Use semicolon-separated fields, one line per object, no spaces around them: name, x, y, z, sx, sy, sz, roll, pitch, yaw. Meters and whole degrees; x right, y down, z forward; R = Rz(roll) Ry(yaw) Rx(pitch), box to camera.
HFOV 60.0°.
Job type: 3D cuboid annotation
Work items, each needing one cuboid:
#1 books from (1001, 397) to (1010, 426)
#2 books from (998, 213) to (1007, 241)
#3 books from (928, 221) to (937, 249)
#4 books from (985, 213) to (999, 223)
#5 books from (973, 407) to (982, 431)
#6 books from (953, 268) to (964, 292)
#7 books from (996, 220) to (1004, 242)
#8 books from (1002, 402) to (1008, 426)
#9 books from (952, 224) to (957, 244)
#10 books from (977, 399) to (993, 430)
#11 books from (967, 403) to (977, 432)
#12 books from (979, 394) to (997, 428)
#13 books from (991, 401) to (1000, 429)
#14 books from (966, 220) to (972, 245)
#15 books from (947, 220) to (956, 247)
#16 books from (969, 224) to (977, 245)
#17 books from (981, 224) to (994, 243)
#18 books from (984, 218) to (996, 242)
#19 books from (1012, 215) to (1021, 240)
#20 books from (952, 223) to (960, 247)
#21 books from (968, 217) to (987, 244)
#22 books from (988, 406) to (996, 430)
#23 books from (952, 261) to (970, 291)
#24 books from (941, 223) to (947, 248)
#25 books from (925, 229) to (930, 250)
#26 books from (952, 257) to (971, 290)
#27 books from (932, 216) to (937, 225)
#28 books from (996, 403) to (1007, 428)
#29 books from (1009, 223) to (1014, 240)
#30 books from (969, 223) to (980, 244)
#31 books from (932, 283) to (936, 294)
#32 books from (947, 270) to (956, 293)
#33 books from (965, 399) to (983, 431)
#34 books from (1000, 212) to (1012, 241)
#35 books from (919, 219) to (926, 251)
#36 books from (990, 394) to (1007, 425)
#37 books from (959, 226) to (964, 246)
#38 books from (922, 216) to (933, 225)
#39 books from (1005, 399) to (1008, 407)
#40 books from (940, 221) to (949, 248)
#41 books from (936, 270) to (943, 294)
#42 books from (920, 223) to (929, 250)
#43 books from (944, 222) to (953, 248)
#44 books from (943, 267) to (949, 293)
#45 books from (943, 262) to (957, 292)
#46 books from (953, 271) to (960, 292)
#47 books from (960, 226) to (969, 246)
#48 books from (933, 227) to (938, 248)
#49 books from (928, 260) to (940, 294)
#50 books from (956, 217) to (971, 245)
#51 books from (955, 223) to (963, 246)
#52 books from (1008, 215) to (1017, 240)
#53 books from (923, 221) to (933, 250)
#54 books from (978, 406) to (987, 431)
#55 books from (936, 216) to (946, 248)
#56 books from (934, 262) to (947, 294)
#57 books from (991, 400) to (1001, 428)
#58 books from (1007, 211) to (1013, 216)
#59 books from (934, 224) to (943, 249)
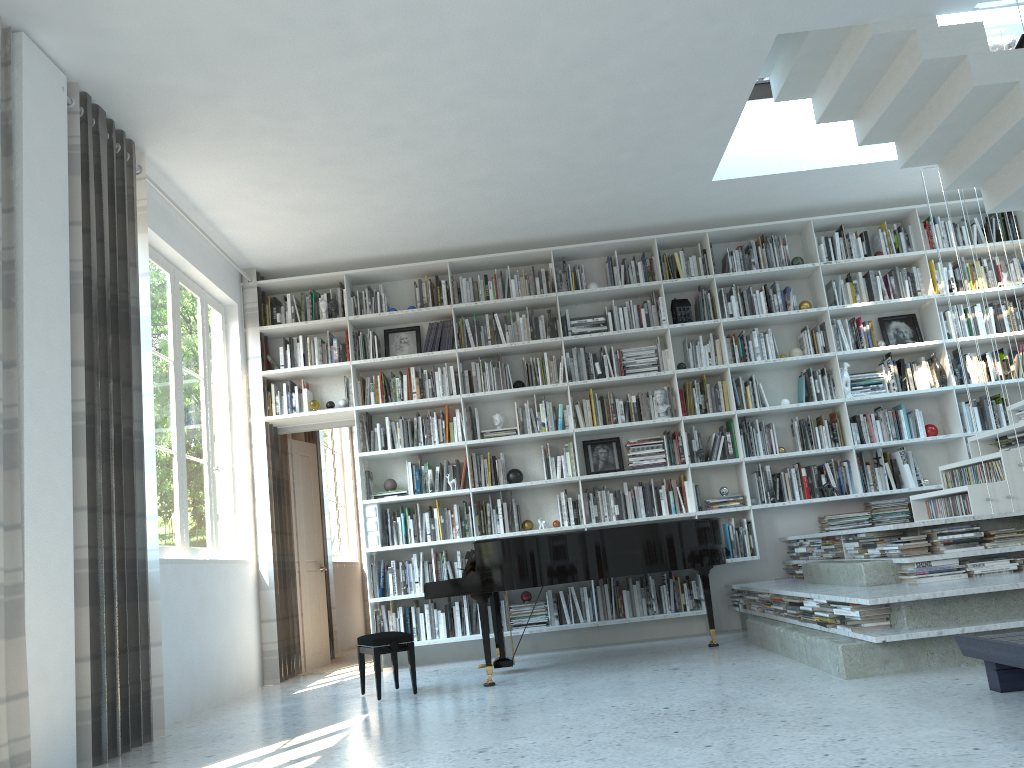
books;3.855;0.244;6.974;0.012;0.253;0.161;-6;-11;1
books;3.985;-1.238;7.255;0.012;0.291;0.140;-6;-11;1
books;3.398;-1.166;7.232;0.012;0.268;0.185;-6;-11;1
books;3.950;-1.246;7.253;0.014;0.313;0.162;-6;-11;1
books;3.613;0.294;6.956;0.029;0.201;0.173;-6;-11;1
books;3.561;-0.804;7.108;0.025;0.211;0.135;-6;-11;1
books;3.942;-1.201;7.222;0.012;0.215;0.193;-6;-11;1
books;3.834;0.254;6.969;0.014;0.237;0.146;-6;-11;1
books;3.584;-1.168;7.243;0.011;0.236;0.148;-6;-11;1
books;3.686;0.260;6.946;0.027;0.248;0.184;-6;-11;1
books;3.585;0.278;6.965;0.022;0.241;0.151;-6;-11;1
books;3.746;0.235;6.977;0.013;0.296;0.141;-6;-11;1
books;3.762;0.264;6.965;0.014;0.230;0.172;-6;-11;1
books;3.707;-1.193;7.251;0.015;0.262;0.143;-6;-11;1
books;3.562;-1.178;7.248;0.029;0.263;0.179;-6;-11;1
books;3.746;-1.173;7.242;0.057;0.211;0.163;-6;-11;1
books;3.858;-1.180;7.224;0.024;0.192;0.187;-6;-11;1
books;3.901;-1.208;7.244;0.068;0.247;0.160;-6;-11;1
books;4.070;-1.226;7.224;0.025;0.237;0.188;-6;-11;1
books;3.602;-1.174;7.254;0.027;0.249;0.155;-6;-11;1
books;3.809;-1.210;7.258;0.069;0.276;0.132;-6;-11;1
books;3.731;0.284;6.968;0.027;0.200;0.164;-6;-11;1
books;3.582;-0.831;7.093;0.023;0.253;0.190;-6;-11;1
books;3.493;-1.168;7.250;0.014;0.259;0.168;-6;-11;1
books;3.370;-1.134;7.255;0.025;0.222;0.137;-6;-11;1
books;3.602;-0.853;7.101;0.022;0.296;0.152;-6;-11;1
books;3.465;-1.196;7.264;0.012;0.325;0.151;-6;-11;1
books;3.807;0.269;6.950;0.021;0.205;0.175;-6;-11;1
books;4.029;-1.193;7.228;0.036;0.182;0.162;-6;-11;1
books;3.778;-1.186;7.257;0.010;0.235;0.132;-6;-11;1
books;3.334;-0.818;7.122;0.036;0.293;0.135;-6;-11;1
books;3.477;-0.790;7.085;0.024;0.193;0.190;-6;-11;1
books;3.636;0.263;6.980;0.024;0.266;0.133;-6;-11;1
books;3.998;-1.243;7.224;0.014;0.286;0.190;-6;-11;1
books;3.314;-1.177;7.240;0.011;0.313;0.173;-6;-11;1
books;3.819;0.231;6.966;0.011;0.284;0.161;-6;-11;1
books;3.649;-1.166;7.260;0.014;0.225;0.133;-6;-11;1
books;3.430;-1.195;7.263;0.014;0.331;0.143;-6;-11;1
books;3.868;0.248;6.968;0.013;0.239;0.166;-6;-11;1
books;3.512;-1.178;7.253;0.027;0.275;0.148;-6;-11;1
books;3.378;-0.784;7.090;0.024;0.205;0.166;-6;-11;1
books;3.343;-1.159;7.250;0.022;0.274;0.160;-6;-11;1
books;3.537;-1.173;7.247;0.022;0.258;0.163;-6;-11;1
books;3.439;-0.799;7.094;0.049;0.223;0.162;-6;-11;1
books;3.497;-0.824;7.106;0.023;0.263;0.158;-6;-11;1
books;3.532;-0.788;7.140;0.038;0.198;0.171;-6;-11;1
books;3.670;-1.162;7.244;0.026;0.207;0.163;-6;-11;1
books;3.417;-1.147;7.232;0.022;0.228;0.175;-6;-11;1
books;3.357;-0.825;7.098;0.010;0.293;0.183;-6;-11;1
books;3.693;-1.202;7.258;0.012;0.284;0.160;-6;-11;1
books;3.629;-1.173;7.244;0.025;0.236;0.144;-6;-11;1
books;4.050;-1.227;7.237;0.014;0.247;0.185;-6;-11;1
books;3.385;-1.170;7.247;0.013;0.286;0.151;-6;-11;1
books;3.663;0.287;6.968;0.025;0.207;0.149;-6;-11;1
books;3.477;-1.191;7.247;0.012;0.305;0.185;-6;-11;1
books;3.400;-0.817;7.087;0.026;0.262;0.189;-6;-11;1
books;3.782;0.260;6.981;0.027;0.241;0.132;-6;-11;1
books;4.086;-1.262;7.261;0.014;0.318;0.144;-6;-11;1
books;3.452;-1.157;7.240;0.023;0.243;0.183;-6;-11;1
